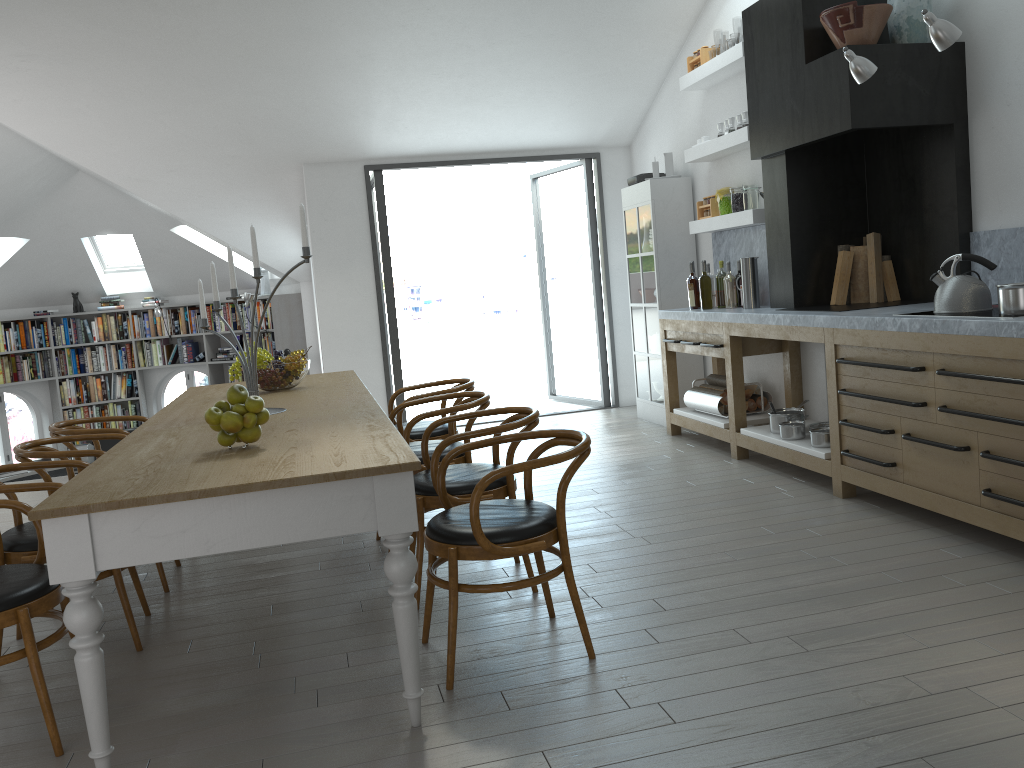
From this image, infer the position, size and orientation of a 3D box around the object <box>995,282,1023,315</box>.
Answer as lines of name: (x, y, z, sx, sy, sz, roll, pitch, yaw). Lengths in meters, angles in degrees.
object: (2.203, -0.363, 3.645, 0.232, 0.170, 0.395, -9, 7, -33)

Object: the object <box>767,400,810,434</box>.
object: (1.758, 0.212, 5.477, 0.379, 0.163, 0.223, -8, 7, -23)

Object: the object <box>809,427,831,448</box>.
object: (1.793, 0.288, 4.963, 0.261, 0.112, 0.154, -6, 6, -13)

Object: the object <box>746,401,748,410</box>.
object: (1.528, 0.139, 6.352, 0.093, 0.083, 0.480, -7, 7, -15)

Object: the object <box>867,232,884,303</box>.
object: (2.175, -0.694, 5.306, 0.078, 0.426, 0.148, -3, 5, 22)

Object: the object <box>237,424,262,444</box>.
object: (-0.885, 0.162, 2.990, 0.078, 0.074, 0.080, -1, 7, 32)

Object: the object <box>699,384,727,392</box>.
object: (1.478, 0.056, 6.369, 0.101, 0.086, 0.363, -7, 7, -15)

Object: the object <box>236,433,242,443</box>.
object: (-0.934, 0.176, 3.036, 0.050, 0.050, 0.051, -6, 6, -9)

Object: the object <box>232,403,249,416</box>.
object: (-0.908, 0.088, 2.965, 0.053, 0.050, 0.053, -10, 8, -41)

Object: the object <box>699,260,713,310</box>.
object: (1.377, -0.701, 6.310, 0.092, 0.358, 0.092, -2, 6, 31)

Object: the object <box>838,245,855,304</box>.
object: (2.065, -0.673, 5.465, 0.131, 0.366, 0.068, -5, 5, 1)

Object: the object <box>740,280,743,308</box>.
object: (1.615, -0.691, 6.116, 0.081, 0.329, 0.081, -4, 5, 14)

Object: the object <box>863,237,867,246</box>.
object: (2.225, -0.708, 5.548, 0.088, 0.424, 0.068, -5, 5, 1)

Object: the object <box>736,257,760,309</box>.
object: (1.592, -0.678, 5.948, 0.114, 0.338, 0.165, -6, 5, -10)

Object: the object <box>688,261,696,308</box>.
object: (1.370, -0.749, 6.693, 0.085, 0.359, 0.089, -4, 5, 9)

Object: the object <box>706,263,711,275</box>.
object: (1.477, -0.737, 6.639, 0.085, 0.330, 0.085, -5, 5, -4)

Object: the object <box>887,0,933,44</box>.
object: (2.172, -2.074, 4.844, 0.230, 0.502, 0.231, -2, 6, 28)

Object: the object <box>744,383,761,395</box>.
object: (1.657, 0.026, 6.385, 0.071, 0.072, 0.423, -6, 7, -15)

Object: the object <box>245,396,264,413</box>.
object: (-0.858, 0.068, 2.956, 0.062, 0.059, 0.062, -6, 6, -12)

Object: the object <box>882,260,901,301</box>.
object: (2.263, -0.614, 5.310, 0.057, 0.251, 0.113, -6, 5, -9)

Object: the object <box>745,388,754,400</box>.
object: (1.580, 0.057, 6.385, 0.115, 0.079, 0.436, -7, 7, -15)

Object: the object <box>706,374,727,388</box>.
object: (1.521, -0.011, 6.412, 0.104, 0.102, 0.292, -7, 7, -15)

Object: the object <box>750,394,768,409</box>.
object: (1.688, 0.110, 6.408, 0.092, 0.092, 0.438, -6, 7, -15)

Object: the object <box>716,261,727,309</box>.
object: (1.494, -0.704, 6.285, 0.092, 0.338, 0.092, -5, 5, 5)

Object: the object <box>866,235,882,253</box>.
object: (2.234, -0.688, 5.477, 0.110, 0.457, 0.089, -6, 5, -13)

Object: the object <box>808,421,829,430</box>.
object: (1.969, 0.236, 5.270, 0.509, 0.052, 0.263, -10, 8, -36)

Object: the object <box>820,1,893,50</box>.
object: (1.861, -1.906, 4.799, 0.366, 0.236, 0.349, -4, 6, 5)

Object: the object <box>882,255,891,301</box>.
object: (2.262, -0.633, 5.393, 0.110, 0.295, 0.105, -9, 6, -38)

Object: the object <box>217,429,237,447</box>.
object: (-0.955, 0.178, 2.968, 0.063, 0.063, 0.064, -5, 6, -2)

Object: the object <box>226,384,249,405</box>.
object: (-0.928, 0.038, 2.997, 0.072, 0.074, 0.072, -6, 6, -13)

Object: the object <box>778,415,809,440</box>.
object: (1.703, 0.263, 5.252, 0.261, 0.112, 0.154, -8, 7, -23)

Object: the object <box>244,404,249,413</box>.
object: (-0.891, 0.078, 3.036, 0.066, 0.071, 0.072, -10, 8, -43)

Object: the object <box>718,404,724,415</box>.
object: (1.378, 0.164, 6.315, 0.067, 0.067, 0.423, -6, 7, -15)

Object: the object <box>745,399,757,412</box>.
object: (1.604, 0.127, 6.391, 0.091, 0.089, 0.456, -7, 7, -15)

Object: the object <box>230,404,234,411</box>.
object: (-0.959, 0.098, 3.058, 0.071, 0.063, 0.072, -7, 6, -19)

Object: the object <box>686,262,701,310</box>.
object: (1.330, -0.715, 6.502, 0.093, 0.358, 0.093, -3, 5, 21)

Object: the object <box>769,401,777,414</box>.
object: (1.646, 0.192, 5.481, 0.051, 0.152, 0.191, -6, 6, -13)

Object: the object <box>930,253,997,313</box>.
object: (2.082, -0.471, 4.104, 0.246, 0.267, 0.247, -5, 6, -3)

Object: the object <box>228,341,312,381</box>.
object: (-1.301, -0.100, 4.807, 0.292, 0.283, 0.395, 0, 8, 41)

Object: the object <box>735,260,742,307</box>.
object: (1.605, -0.703, 6.223, 0.085, 0.330, 0.085, -5, 5, -4)

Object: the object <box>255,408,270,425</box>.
object: (-0.850, 0.108, 2.994, 0.062, 0.059, 0.062, -6, 6, -9)

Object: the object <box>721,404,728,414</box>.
object: (1.456, 0.157, 6.336, 0.067, 0.067, 0.423, -6, 7, -15)

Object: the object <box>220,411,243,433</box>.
object: (-0.924, 0.125, 2.927, 0.077, 0.076, 0.076, 1, 8, 44)

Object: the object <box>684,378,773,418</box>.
object: (1.537, 0.090, 6.340, 0.429, 0.231, 0.528, -7, 7, -15)

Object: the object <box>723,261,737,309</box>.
object: (1.508, -0.683, 6.142, 0.085, 0.330, 0.085, -5, 5, -4)

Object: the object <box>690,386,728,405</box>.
object: (1.412, 0.082, 6.326, 0.092, 0.093, 0.438, -6, 7, -15)

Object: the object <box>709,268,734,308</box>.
object: (1.527, -0.702, 6.453, 0.183, 0.285, 0.185, -4, 5, 11)

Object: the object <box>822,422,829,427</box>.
object: (1.886, 0.250, 5.177, 0.041, 0.045, 0.248, -6, 7, -14)

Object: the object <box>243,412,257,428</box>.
object: (-0.870, 0.121, 2.940, 0.051, 0.053, 0.053, -7, 6, -21)
